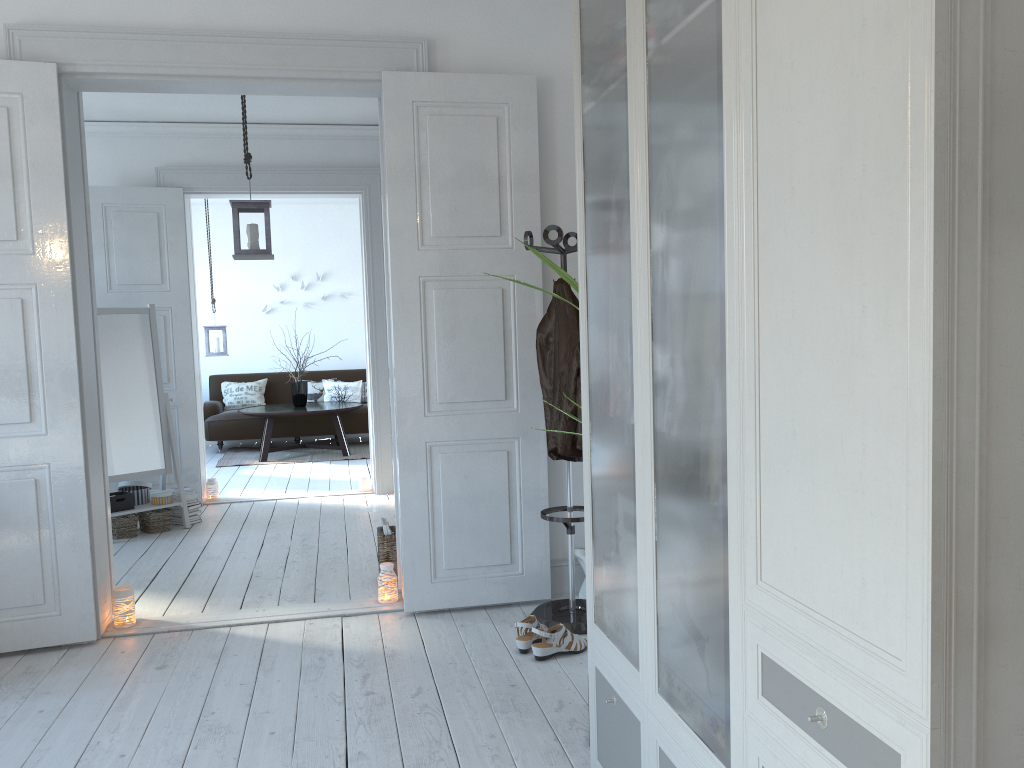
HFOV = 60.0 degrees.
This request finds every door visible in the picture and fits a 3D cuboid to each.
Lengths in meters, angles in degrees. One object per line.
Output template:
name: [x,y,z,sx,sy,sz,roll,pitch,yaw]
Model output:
door: [-1.768,-0.365,6.824,2.598,2.509,0.577,-3,5,-11]
door: [-1.171,-0.203,3.876,2.598,2.509,0.577,-3,5,-11]

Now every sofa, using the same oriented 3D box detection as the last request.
sofa: [-2.383,0.278,10.197,2.164,0.826,0.967,-3,4,-11]

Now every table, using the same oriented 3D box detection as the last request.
table: [-2.228,0.492,9.438,1.299,0.504,1.298,-3,4,-21]

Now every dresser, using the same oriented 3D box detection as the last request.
dresser: [0.621,0.026,1.750,0.630,2.166,1.430,-3,4,-11]

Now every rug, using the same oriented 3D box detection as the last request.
rug: [-2.225,0.715,9.482,1.710,0.055,1.454,-2,4,-11]

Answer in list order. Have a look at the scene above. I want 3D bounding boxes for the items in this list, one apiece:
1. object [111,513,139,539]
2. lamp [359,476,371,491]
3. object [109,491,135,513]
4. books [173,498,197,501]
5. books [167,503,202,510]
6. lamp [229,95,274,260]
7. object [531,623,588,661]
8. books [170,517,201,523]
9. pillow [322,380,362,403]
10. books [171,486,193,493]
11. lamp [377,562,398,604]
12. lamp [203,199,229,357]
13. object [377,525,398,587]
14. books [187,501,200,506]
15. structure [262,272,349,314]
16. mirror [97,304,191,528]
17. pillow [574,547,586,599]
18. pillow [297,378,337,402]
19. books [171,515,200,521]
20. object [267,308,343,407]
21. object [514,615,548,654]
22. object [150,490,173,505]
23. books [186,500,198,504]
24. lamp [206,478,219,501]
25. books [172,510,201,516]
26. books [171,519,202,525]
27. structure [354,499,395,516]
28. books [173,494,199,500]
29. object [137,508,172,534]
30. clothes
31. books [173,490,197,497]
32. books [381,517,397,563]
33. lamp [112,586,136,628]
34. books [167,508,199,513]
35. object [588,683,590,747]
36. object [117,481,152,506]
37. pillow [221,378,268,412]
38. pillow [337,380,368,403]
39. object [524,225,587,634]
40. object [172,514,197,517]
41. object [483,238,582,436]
object: [-2.530,0.914,5.732,0.185,0.140,0.295,-5,5,-39]
lamp: [-1.170,0.793,7.042,0.093,0.110,0.093,-1,4,6]
object: [-2.534,0.755,5.675,0.155,0.103,0.165,2,5,43]
books: [-2.246,0.781,6.052,0.128,0.016,0.180,-5,5,-40]
books: [-2.239,0.835,6.053,0.193,0.022,0.128,0,4,21]
lamp: [-1.525,-1.608,5.075,0.228,1.764,0.228,-3,5,-15]
object: [0.191,0.975,3.412,0.272,0.126,0.099,-5,5,-39]
books: [-2.242,0.923,6.066,0.176,0.016,0.128,0,4,30]
pillow: [-1.964,0.095,10.261,0.471,0.309,0.188,-3,4,-11]
books: [-2.257,0.722,6.056,0.111,0.014,0.156,-4,4,-32]
lamp: [-0.576,0.920,4.102,0.093,0.180,0.092,-4,5,-28]
lamp: [-3.103,-1.167,9.172,0.228,1.764,0.228,-3,5,-15]
object: [-0.537,0.862,4.479,0.270,0.265,0.223,-3,4,-11]
books: [-2.242,0.814,6.060,0.178,0.016,0.128,0,4,32]
structure: [-2.459,-1.089,10.556,1.025,0.479,0.085,-3,5,-11]
mirror: [-2.496,0.225,5.775,0.417,1.491,0.610,2,6,43]
pillow: [0.454,0.834,4.008,0.317,0.314,0.272,-3,4,-10]
pillow: [-2.265,0.113,10.279,0.473,0.348,0.158,-3,4,-13]
books: [-2.242,0.907,6.062,0.180,0.016,0.128,1,4,34]
object: [-2.134,-0.288,9.336,0.845,1.067,0.525,-5,6,-40]
object: [0.074,0.971,3.532,0.099,0.126,0.272,0,4,21]
object: [-2.314,0.750,5.857,0.142,0.075,0.142,-4,4,-27]
books: [-2.246,0.797,6.056,0.128,0.016,0.176,-5,5,-45]
lamp: [-2.306,0.813,6.825,0.089,0.166,0.089,-3,4,-12]
books: [-2.242,0.878,6.059,0.187,0.017,0.132,0,4,26]
books: [-2.238,0.940,6.070,0.178,0.016,0.128,0,4,27]
structure: [-0.505,-0.465,6.518,0.800,2.831,1.246,1,5,34]
books: [-2.238,0.760,6.046,0.128,0.026,0.200,-5,5,-40]
object: [-2.369,0.900,5.873,0.185,0.140,0.295,-5,5,-39]
clothes: [0.225,-0.052,3.647,0.237,0.771,0.211,0,5,22]
books: [-2.245,0.738,6.046,0.132,0.017,0.186,-5,4,-38]
books: [-0.551,0.830,4.474,0.201,0.300,0.179,-3,4,-11]
lamp: [-1.693,0.973,3.868,0.089,0.166,0.089,-3,5,-19]
books: [-2.252,0.858,6.059,0.167,0.022,0.128,0,4,23]
object: [0.303,0.905,2.686,0.132,0.352,0.137,-1,4,11]
object: [-2.517,0.712,5.911,0.207,0.159,0.240,-2,4,-4]
pillow: [-3.063,0.133,10.160,0.519,0.367,0.238,-3,4,-12]
pillow: [-1.789,0.093,10.411,0.542,0.288,0.182,-2,4,-10]
object: [0.236,0.184,3.738,0.374,1.661,0.374,-2,4,-4]
object: [-2.253,0.891,6.070,0.156,0.014,0.111,0,4,32]
object: [0.430,0.287,2.808,1.044,1.556,0.288,0,5,18]
